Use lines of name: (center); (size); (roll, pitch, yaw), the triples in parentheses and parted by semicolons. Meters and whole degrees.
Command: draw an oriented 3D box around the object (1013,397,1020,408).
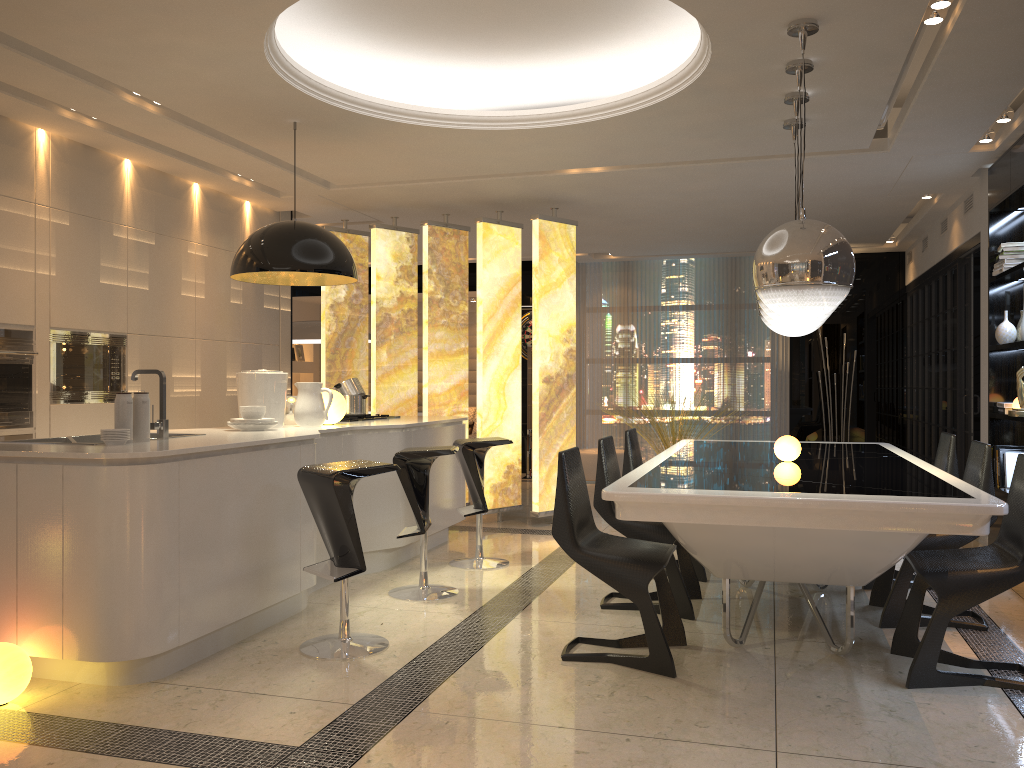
object: (3.275, 0.136, 5.676); (0.125, 0.125, 0.125); (0, 0, -34)

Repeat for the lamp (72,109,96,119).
lamp: (-2.406, -1.592, 5.030); (0.107, 0.127, 0.270); (0, 0, 16)

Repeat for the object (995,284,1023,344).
object: (3.324, -0.458, 5.880); (0.210, 0.395, 0.180); (0, 0, 19)

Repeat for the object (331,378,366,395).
object: (-1.154, 0.061, 6.197); (0.256, 0.212, 0.249); (0, 0, -38)

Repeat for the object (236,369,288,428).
object: (-1.419, 0.082, 5.038); (0.288, 0.330, 0.288); (0, 0, 34)

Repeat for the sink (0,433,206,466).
sink: (-1.813, 0.317, 4.000); (0.485, 0.152, 0.738); (0, 0, 16)

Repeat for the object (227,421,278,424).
object: (-1.379, 0.217, 4.716); (0.264, 0.033, 0.264); (0, 0, -15)

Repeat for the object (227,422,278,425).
object: (-1.379, 0.223, 4.716); (0.264, 0.033, 0.264); (0, 0, -15)

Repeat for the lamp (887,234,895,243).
lamp: (4.087, -1.592, 9.592); (0.107, 0.127, 0.107); (0, 0, -2)

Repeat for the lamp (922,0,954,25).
lamp: (1.763, -1.592, 3.679); (0.107, 0.127, 0.271); (0, 0, 16)

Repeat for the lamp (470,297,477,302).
lamp: (-0.534, -1.198, 12.263); (0.107, 0.127, 0.107); (0, 0, -2)

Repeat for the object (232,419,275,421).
object: (-1.379, 0.197, 4.716); (0.229, 0.016, 0.229); (0, 0, -44)

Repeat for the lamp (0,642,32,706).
lamp: (-1.819, 1.025, 3.138); (0.212, 0.214, 0.213); (0, 0, -23)

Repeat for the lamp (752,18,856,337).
lamp: (1.405, -0.881, 4.357); (0.408, 1.226, 1.827); (0, 0, 16)

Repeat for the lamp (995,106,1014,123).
lamp: (2.872, -1.592, 5.180); (0.107, 0.127, 0.107); (0, 0, -2)

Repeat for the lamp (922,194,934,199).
lamp: (3.422, -1.592, 7.318); (0.107, 0.127, 0.107); (0, 0, -2)

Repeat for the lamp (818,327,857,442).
lamp: (3.648, 0.232, 9.963); (0.418, 1.801, 0.200); (0, 0, 16)

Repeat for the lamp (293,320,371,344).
lamp: (-2.218, -0.970, 9.934); (1.578, 0.995, 0.939); (0, 0, 16)

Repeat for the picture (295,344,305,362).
picture: (-3.100, -0.448, 12.916); (0.094, 0.262, 0.211); (0, 0, 16)

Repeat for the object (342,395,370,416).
object: (-1.146, 0.148, 6.198); (0.253, 0.147, 0.266); (0, 0, -31)

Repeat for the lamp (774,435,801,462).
lamp: (1.323, 0.310, 4.258); (0.125, 0.125, 0.125); (0, 0, -23)

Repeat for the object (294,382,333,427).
object: (-1.155, 0.118, 5.134); (0.211, 0.254, 0.183); (0, 0, -22)

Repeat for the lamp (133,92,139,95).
lamp: (-1.962, -1.592, 4.683); (0.107, 0.127, 0.107); (0, 0, -2)

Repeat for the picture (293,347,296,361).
picture: (-3.181, -0.422, 12.645); (0.090, 0.209, 0.264); (0, 0, 16)

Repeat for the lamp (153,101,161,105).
lamp: (-1.917, -1.592, 4.840); (0.107, 0.127, 0.107); (0, 0, -2)

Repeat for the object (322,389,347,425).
object: (-1.107, 0.139, 5.356); (0.212, 0.214, 0.213); (0, 0, -23)

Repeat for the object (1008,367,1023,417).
object: (3.210, 0.047, 5.521); (0.177, 0.311, 0.177); (0, 0, 16)

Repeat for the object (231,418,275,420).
object: (-1.379, 0.192, 4.716); (0.229, 0.016, 0.229); (0, 0, -44)

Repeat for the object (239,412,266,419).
object: (-1.379, 0.172, 4.716); (0.138, 0.051, 0.138); (0, 0, -26)

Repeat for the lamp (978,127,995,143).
lamp: (2.998, -1.592, 5.611); (0.107, 0.127, 0.107); (0, 0, -2)

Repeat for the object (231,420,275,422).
object: (-1.379, 0.201, 4.716); (0.229, 0.016, 0.229); (0, 0, -44)

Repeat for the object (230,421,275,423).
object: (-1.379, 0.206, 4.716); (0.229, 0.016, 0.229); (0, 0, -44)

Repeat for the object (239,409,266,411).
object: (-1.379, 0.161, 4.716); (0.138, 0.051, 0.138); (0, 0, -26)

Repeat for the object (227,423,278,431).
object: (-1.379, 0.230, 4.716); (0.264, 0.033, 0.264); (0, 0, -15)

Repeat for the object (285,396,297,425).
object: (-1.331, 0.159, 5.348); (0.211, 0.174, 0.211); (0, 0, -26)

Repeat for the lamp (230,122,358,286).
lamp: (-1.238, -1.046, 5.057); (0.710, 0.898, 0.710); (0, 0, 27)
